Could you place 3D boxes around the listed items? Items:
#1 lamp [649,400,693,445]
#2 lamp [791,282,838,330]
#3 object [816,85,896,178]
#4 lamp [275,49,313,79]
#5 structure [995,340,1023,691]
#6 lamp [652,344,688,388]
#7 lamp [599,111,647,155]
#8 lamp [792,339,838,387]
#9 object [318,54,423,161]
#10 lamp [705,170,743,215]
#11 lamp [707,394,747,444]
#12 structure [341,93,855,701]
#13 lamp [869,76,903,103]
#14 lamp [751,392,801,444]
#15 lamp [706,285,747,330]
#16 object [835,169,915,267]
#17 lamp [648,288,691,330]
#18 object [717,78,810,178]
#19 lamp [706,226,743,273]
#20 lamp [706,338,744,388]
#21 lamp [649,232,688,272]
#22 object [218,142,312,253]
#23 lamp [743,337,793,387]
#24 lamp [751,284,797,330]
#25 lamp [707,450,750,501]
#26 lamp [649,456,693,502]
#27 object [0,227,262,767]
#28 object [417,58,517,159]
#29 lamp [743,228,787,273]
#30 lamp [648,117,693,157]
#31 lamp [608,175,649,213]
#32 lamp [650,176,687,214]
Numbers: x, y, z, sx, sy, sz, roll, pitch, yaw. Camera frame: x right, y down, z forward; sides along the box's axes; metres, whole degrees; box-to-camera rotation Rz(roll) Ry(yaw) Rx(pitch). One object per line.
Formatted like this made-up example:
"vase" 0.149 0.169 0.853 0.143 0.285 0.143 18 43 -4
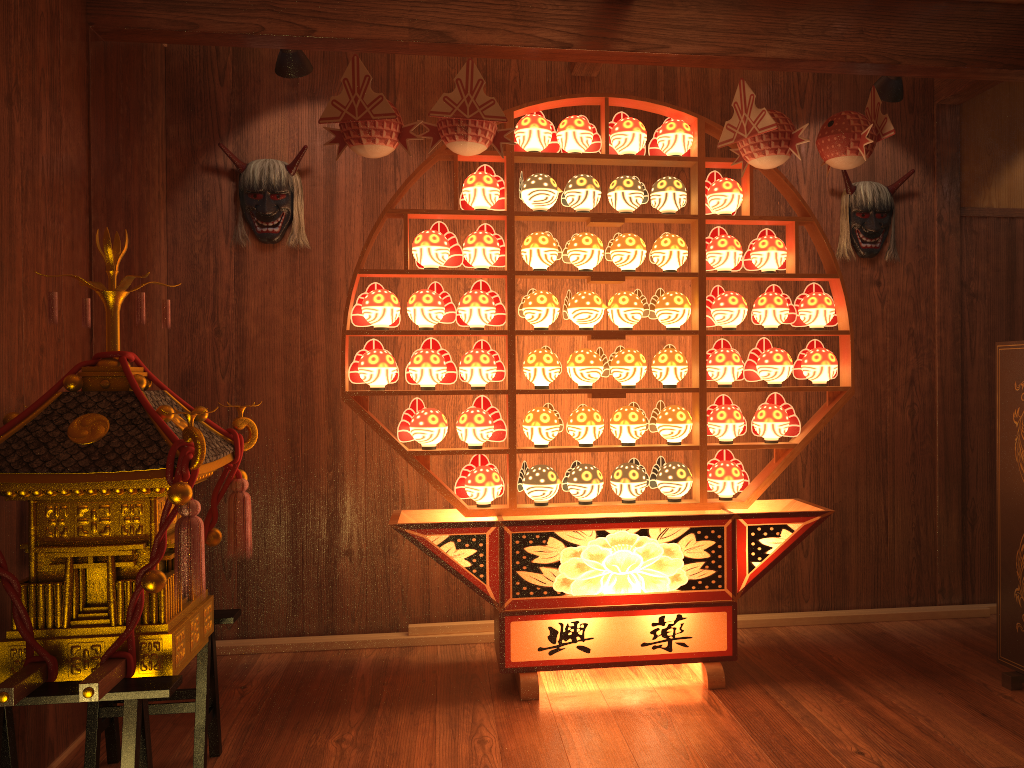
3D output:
"lamp" 0.633 0.149 3.414 0.144 0.173 0.151 -1 1 -41
"lamp" 1.205 -0.310 3.492 0.198 0.200 0.158 0 0 8
"object" 1.230 -0.947 3.251 0.231 0.318 0.362 -1 0 -10
"lamp" -0.803 -1.213 3.270 0.139 0.176 0.171 -1 0 -20
"structure" 1.945 0.469 2.932 0.274 1.250 0.790 -1 0 -9
"lamp" 0.607 -0.071 3.407 0.138 0.173 0.158 0 0 9
"lamp" 0.449 -0.964 3.379 0.204 0.200 0.154 -1 0 -17
"lamp" 1.217 -0.086 3.495 0.182 0.192 0.157 0 0 3
"object" -0.481 -0.923 3.002 0.358 0.311 0.243 0 0 19
"lamp" 0.832 -0.747 3.436 0.205 0.200 0.153 -1 0 -22
"lamp" 0.834 0.137 3.441 0.185 0.194 0.157 0 0 3
"structure" 0.361 0.005 3.375 1.980 2.195 0.485 0 0 -8
"lamp" 1.533 -1.233 3.607 0.134 0.177 0.177 0 0 14
"lamp" 1.015 0.133 3.468 0.194 0.200 0.161 0 0 28
"lamp" 0.852 -0.300 3.442 0.195 0.187 0.152 -1 0 -27
"object" 1.668 -0.756 4.080 0.367 0.453 0.136 0 0 -8
"lamp" 0.627 -0.291 3.412 0.144 0.173 0.152 -1 0 -36
"object" 0.919 -0.932 3.206 0.248 0.314 0.353 -1 0 -29
"lamp" 0.827 -0.527 3.436 0.202 0.200 0.156 0 0 -7
"lamp" 0.829 -0.084 3.439 0.189 0.195 0.157 0 0 3
"lamp" 0.609 -0.512 3.404 0.140 0.173 0.156 0 0 -1
"object" -1.020 -0.761 3.692 0.367 0.453 0.136 0 0 -8
"lamp" 1.036 -0.088 3.469 0.205 0.200 0.153 -1 0 -22
"lamp" 1.014 -0.304 3.468 0.176 0.191 0.161 0 0 24
"lamp" 0.833 0.354 3.446 0.193 0.197 0.158 0 0 8
"lamp" 0.635 0.368 3.418 0.144 0.173 0.151 -1 1 -41
"object" -1.011 0.363 2.250 0.613 1.514 0.802 0 0 -6
"object" -0.156 -0.936 3.054 0.351 0.306 0.213 0 0 -7
"lamp" 1.006 -0.526 3.462 0.187 0.195 0.158 0 0 8
"lamp" 0.629 -0.960 3.404 0.190 0.188 0.156 0 0 -2
"lamp" 0.431 -0.728 3.384 0.135 0.167 0.162 0 0 34
"lamp" 0.602 -0.732 3.403 0.138 0.173 0.158 0 0 9
